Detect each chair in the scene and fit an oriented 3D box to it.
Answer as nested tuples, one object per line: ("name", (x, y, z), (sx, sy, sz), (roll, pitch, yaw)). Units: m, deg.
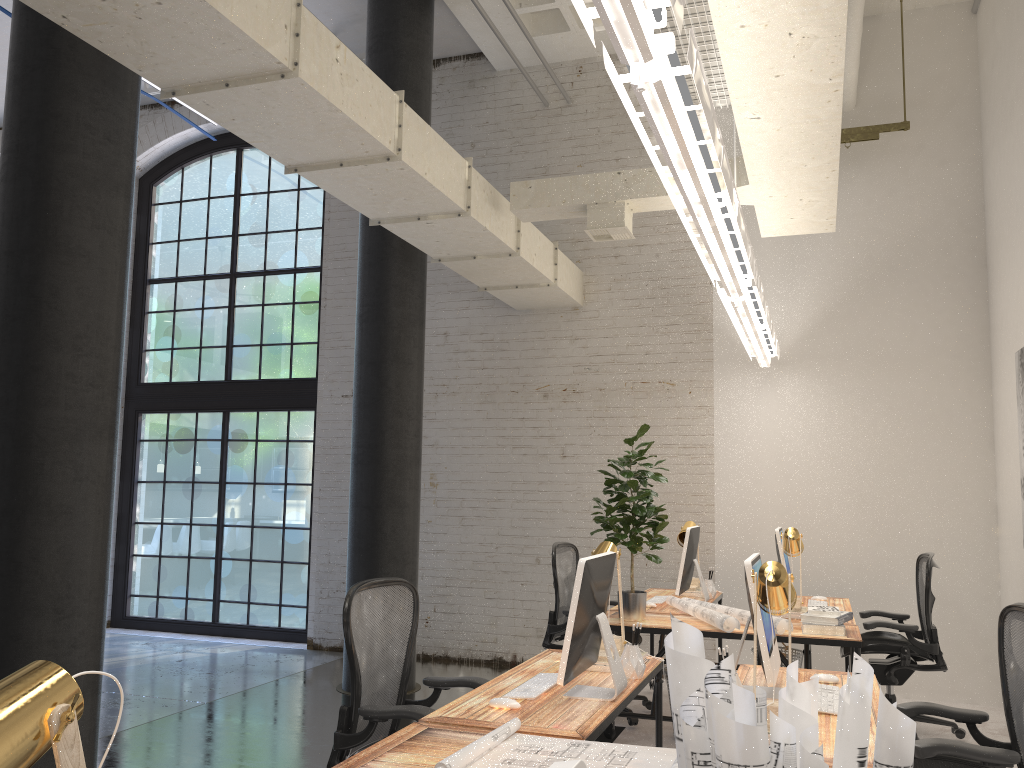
("chair", (0.549, 1.599, 5.859), (0.792, 1.084, 0.772), (1, -7, 3))
("chair", (2.325, 1.577, 5.440), (0.792, 1.084, 0.772), (1, -7, 3))
("chair", (1.470, 1.271, 2.911), (0.792, 1.084, 0.772), (1, -7, 3))
("chair", (-0.306, 1.292, 3.331), (0.792, 1.084, 0.772), (1, -7, 3))

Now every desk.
("desk", (1.833, 1.753, 5.489), (0.529, 0.723, 1.403), (-1, -7, 19))
("desk", (1.122, 1.645, 4.716), (1.401, 0.723, 0.530), (-1, -7, 19))
("desk", (0.267, 1.339, 2.187), (1.401, 0.723, 0.530), (-1, -7, 19))
("desk", (0.180, 1.468, 3.243), (0.529, 0.723, 1.403), (-1, -7, 19))
("desk", (0.978, 1.447, 2.960), (0.529, 0.723, 1.403), (-1, -7, 19))
("desk", (1.035, 1.775, 5.772), (0.529, 0.723, 1.403), (-1, -7, 19))

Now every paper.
("paper", (1.032, 1.267, 4.957), (0.083, 0.082, 1.136), (2, -7, -6))
("paper", (0.169, 0.963, 2.297), (0.626, 0.061, 0.569), (-1, -7, 17))
("paper", (0.486, 1.027, 1.561), (0.412, 1.196, 0.441), (1, -6, -3))
("paper", (1.190, 1.263, 4.901), (0.083, 0.082, 1.136), (3, -7, -16))

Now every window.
("window", (-2.875, -0.054, 8.988), (2.491, 5.170, 0.138), (-1, -7, 19))

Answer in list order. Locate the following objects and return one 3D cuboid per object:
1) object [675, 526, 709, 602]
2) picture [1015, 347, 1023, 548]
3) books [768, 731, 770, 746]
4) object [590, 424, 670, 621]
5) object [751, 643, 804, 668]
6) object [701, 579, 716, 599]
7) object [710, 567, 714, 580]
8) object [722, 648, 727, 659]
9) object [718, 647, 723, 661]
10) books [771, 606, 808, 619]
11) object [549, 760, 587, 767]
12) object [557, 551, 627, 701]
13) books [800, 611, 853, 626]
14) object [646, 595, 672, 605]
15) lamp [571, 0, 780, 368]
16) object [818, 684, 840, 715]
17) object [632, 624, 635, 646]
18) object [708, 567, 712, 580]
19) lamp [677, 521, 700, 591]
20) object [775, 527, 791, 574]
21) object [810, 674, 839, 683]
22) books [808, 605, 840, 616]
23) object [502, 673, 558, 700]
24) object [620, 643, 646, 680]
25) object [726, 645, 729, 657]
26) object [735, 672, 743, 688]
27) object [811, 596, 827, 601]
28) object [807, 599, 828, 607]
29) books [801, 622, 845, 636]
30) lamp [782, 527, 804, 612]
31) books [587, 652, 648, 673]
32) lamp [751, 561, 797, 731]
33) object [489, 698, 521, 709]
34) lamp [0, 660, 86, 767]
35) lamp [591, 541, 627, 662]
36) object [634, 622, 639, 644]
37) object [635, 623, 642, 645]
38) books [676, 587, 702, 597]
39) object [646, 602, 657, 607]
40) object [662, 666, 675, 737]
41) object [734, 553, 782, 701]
("object", (1.152, 1.155, 5.659), (0.190, 0.484, 0.484), (-1, -7, 19))
("picture", (2.972, 0.354, 5.015), (0.049, 1.181, 0.732), (-1, -7, 19))
("books", (0.753, 1.018, 2.639), (0.225, 0.038, 0.309), (-1, -7, 19))
("object", (0.661, 0.762, 4.952), (0.438, 1.076, 0.514), (0, -6, 10))
("object", (1.793, 1.959, 5.972), (0.353, 0.434, 0.359), (-1, -7, 16))
("object", (1.316, 1.373, 5.937), (0.101, 0.126, 0.101), (4, -7, -26))
("object", (1.330, 1.333, 5.948), (0.054, 0.207, 0.008), (0, -6, 6))
("object", (0.708, 0.962, 2.877), (0.054, 0.207, 0.008), (3, -6, -16))
("object", (0.698, 0.964, 2.885), (0.054, 0.207, 0.008), (0, -6, 6))
("books", (1.608, 1.325, 5.167), (0.225, 0.038, 0.309), (-1, -7, 19))
("object", (-0.024, 0.513, 0.469), (0.190, 0.484, 0.484), (-1, -7, 19))
("object", (0.297, 0.848, 3.130), (0.190, 0.484, 0.484), (-1, -7, 19))
("books", (1.618, 1.198, 4.557), (0.193, 0.044, 0.257), (-4, -9, 36))
("object", (0.946, 1.395, 5.731), (0.118, 0.017, 0.439), (-1, -7, 19))
("lamp", (0.728, -1.946, 3.368), (0.226, 2.859, 7.314), (-1, -7, 19))
("object", (1.079, 1.090, 3.081), (0.118, 0.017, 0.439), (-1, -7, 19))
("object", (0.464, 1.022, 3.398), (0.008, 0.207, 0.054), (1, -6, 2))
("object", (1.321, 1.333, 5.956), (0.054, 0.207, 0.008), (3, -6, -16))
("lamp", (1.234, 1.190, 6.165), (0.126, 0.469, 0.345), (-1, -7, 19))
("object", (1.737, 1.174, 5.732), (0.190, 0.484, 0.484), (-1, -7, 19))
("object", (1.194, 1.123, 3.388), (0.106, 0.029, 0.059), (-2, -7, 20))
("books", (1.604, 1.167, 4.566), (0.153, 0.030, 0.185), (-1, -7, 17))
("object", (0.091, 1.088, 3.202), (0.118, 0.017, 0.439), (-1, -7, 19))
("object", (0.461, 1.066, 3.409), (0.101, 0.126, 0.101), (4, -7, -26))
("object", (0.710, 0.966, 2.906), (0.008, 0.207, 0.054), (1, -6, 2))
("object", (0.711, 1.006, 2.886), (0.101, 0.126, 0.101), (4, -7, -26))
("object", (2.049, 1.430, 5.917), (0.106, 0.029, 0.059), (-2, -7, 20))
("object", (1.934, 1.397, 5.610), (0.118, 0.017, 0.439), (-1, -7, 19))
("books", (1.591, 1.243, 4.545), (0.200, 0.050, 0.272), (-1, -7, 16))
("lamp", (1.655, 1.081, 5.233), (0.126, 0.469, 0.345), (-1, -7, 19))
("books", (0.418, 1.138, 3.647), (0.225, 0.038, 0.309), (-1, -7, 19))
("lamp", (0.799, 0.775, 2.704), (0.128, 0.469, 0.345), (-1, -7, 19))
("object", (-0.023, 1.042, 2.897), (0.106, 0.029, 0.059), (-2, -7, 20))
("lamp", (-0.526, 0.529, 0.902), (0.126, 0.469, 0.345), (-1, -7, 19))
("lamp", (0.380, 0.883, 3.636), (0.128, 0.469, 0.345), (-1, -7, 19))
("object", (0.465, 1.026, 3.427), (0.054, 0.207, 0.008), (3, -6, -16))
("object", (0.475, 1.026, 3.419), (0.054, 0.207, 0.008), (0, -6, 6))
("books", (1.273, 1.444, 6.176), (0.225, 0.038, 0.309), (-1, -7, 19))
("object", (0.832, 1.348, 5.426), (0.106, 0.029, 0.059), (-2, -7, 20))
("object", (1.070, 1.858, 5.257), (0.353, 0.434, 0.359), (-1, -7, 16))
("object", (0.882, 0.867, 3.203), (0.190, 0.484, 0.484), (-1, -7, 19))
